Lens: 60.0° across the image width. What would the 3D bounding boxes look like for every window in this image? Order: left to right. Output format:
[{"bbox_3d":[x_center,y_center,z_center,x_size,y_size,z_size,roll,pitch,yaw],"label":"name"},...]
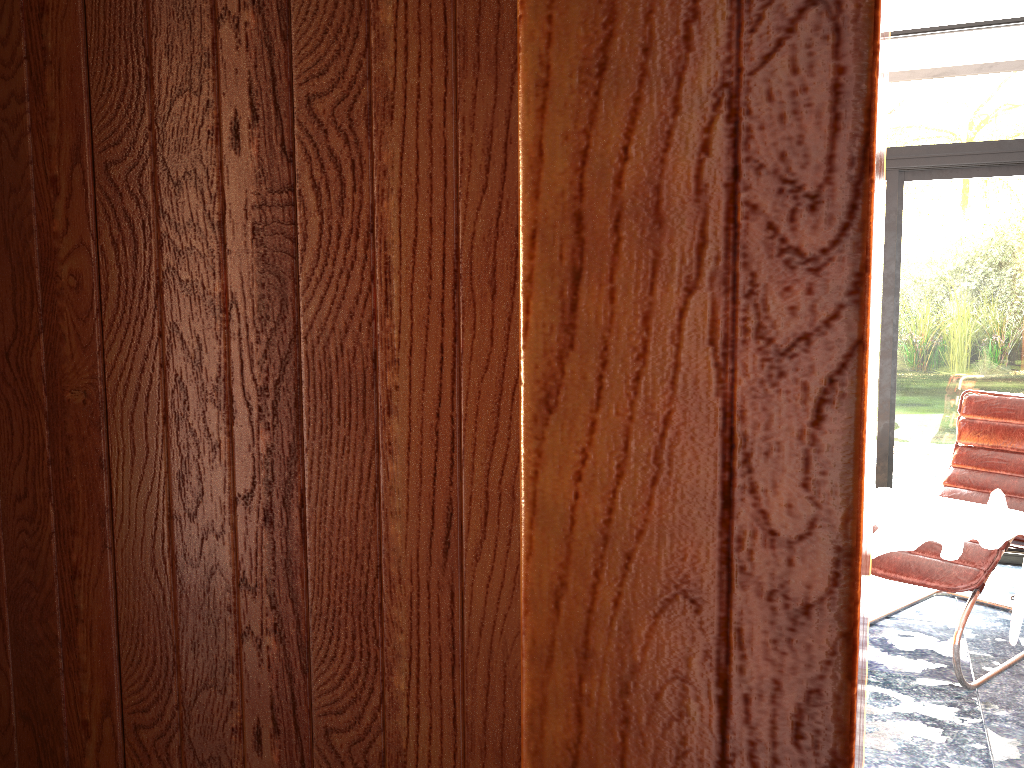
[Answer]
[{"bbox_3d":[1.917,-0.424,4.431,2.260,2.580,0.085,2,6,23],"label":"window"}]

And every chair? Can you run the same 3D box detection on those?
[{"bbox_3d":[1.758,0.528,3.438,1.298,0.886,0.593,-5,8,-39],"label":"chair"}]

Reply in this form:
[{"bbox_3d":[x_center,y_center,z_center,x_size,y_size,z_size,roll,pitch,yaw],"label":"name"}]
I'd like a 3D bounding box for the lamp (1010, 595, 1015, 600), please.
[{"bbox_3d":[2.396,0.176,3.770,0.410,1.514,0.595,3,7,32],"label":"lamp"}]

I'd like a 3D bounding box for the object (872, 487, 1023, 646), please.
[{"bbox_3d":[1.673,0.674,3.348,0.897,0.489,0.713,-1,6,-9],"label":"object"}]
